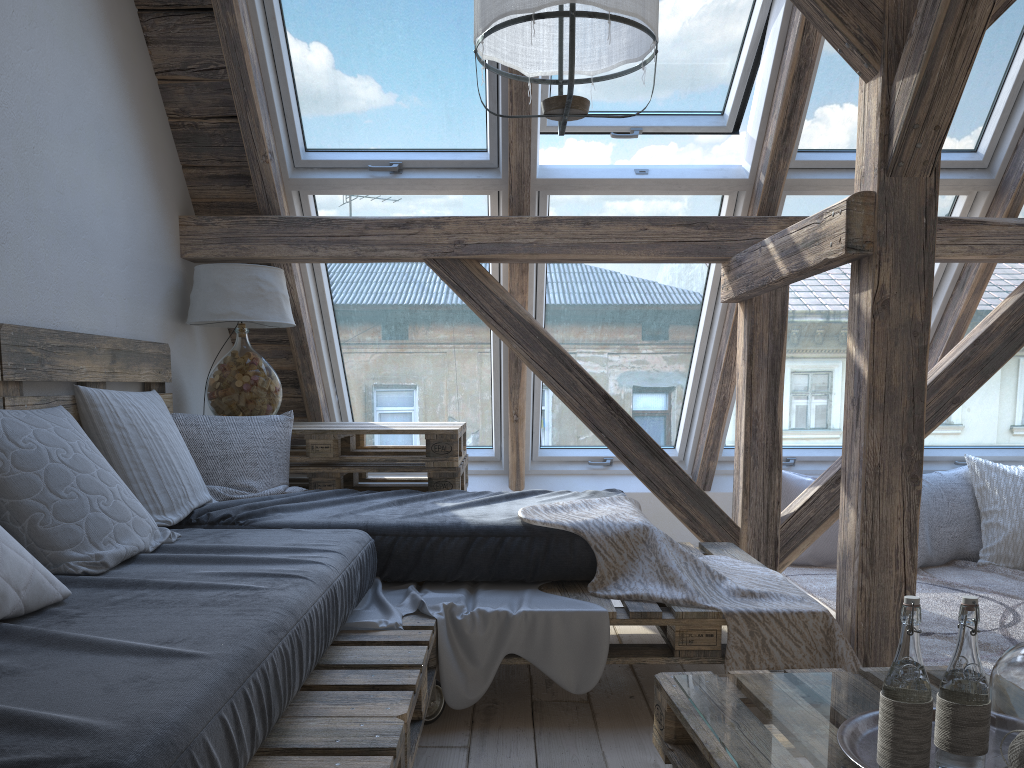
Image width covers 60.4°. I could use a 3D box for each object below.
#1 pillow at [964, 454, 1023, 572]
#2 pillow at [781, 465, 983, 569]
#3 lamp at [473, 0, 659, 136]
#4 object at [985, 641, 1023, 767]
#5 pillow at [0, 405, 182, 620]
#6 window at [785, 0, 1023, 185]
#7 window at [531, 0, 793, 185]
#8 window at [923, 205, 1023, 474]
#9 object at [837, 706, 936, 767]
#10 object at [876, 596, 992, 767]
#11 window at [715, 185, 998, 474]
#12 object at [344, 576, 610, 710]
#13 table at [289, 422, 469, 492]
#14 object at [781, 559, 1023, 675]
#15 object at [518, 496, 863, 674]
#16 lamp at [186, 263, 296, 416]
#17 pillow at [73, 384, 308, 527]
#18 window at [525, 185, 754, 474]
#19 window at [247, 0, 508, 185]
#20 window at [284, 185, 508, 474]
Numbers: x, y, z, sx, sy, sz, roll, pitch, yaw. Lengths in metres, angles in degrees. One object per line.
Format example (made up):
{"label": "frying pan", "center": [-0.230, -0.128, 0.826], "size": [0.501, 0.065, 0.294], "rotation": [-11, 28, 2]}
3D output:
{"label": "pillow", "center": [2.810, 0.605, 4.174], "size": [1.272, 0.570, 0.463], "rotation": [0, 4, 1]}
{"label": "pillow", "center": [1.817, 0.640, 4.200], "size": [1.133, 0.531, 0.430], "rotation": [0, 4, -8]}
{"label": "lamp", "center": [0.122, -1.355, 1.872], "size": [0.405, 1.536, 0.397], "rotation": [6, 9, 41]}
{"label": "object", "center": [0.773, 0.447, 1.263], "size": [0.155, 0.250, 0.154], "rotation": [-3, 6, -32]}
{"label": "pillow", "center": [-0.976, 0.215, 1.703], "size": [0.351, 0.358, 1.121], "rotation": [0, 1, 0]}
{"label": "window", "center": [1.408, -1.389, 2.776], "size": [0.855, 1.291, 1.085], "rotation": [0, 4, 0]}
{"label": "window", "center": [0.488, -1.388, 2.818], "size": [0.855, 1.290, 1.337], "rotation": [0, 3, 0]}
{"label": "window", "center": [2.324, -0.190, 3.915], "size": [0.855, 1.291, 1.085], "rotation": [0, 4, 0]}
{"label": "object", "center": [0.696, 0.564, 1.319], "size": [0.394, 0.022, 0.392], "rotation": [0, 0, 20]}
{"label": "object", "center": [0.607, 0.436, 1.261], "size": [0.154, 0.271, 0.070], "rotation": [0, 7, 0]}
{"label": "window", "center": [1.404, -0.190, 3.911], "size": [0.855, 1.291, 1.085], "rotation": [0, 4, 0]}
{"label": "object", "center": [-0.156, 0.683, 2.395], "size": [0.708, 0.280, 0.501], "rotation": [0, 2, -16]}
{"label": "table", "center": [-0.700, 0.520, 3.600], "size": [1.016, 0.710, 0.668], "rotation": [0, 4, 0]}
{"label": "object", "center": [2.829, 0.843, 3.242], "size": [3.186, 0.057, 2.170], "rotation": [0, 0, 0]}
{"label": "object", "center": [0.610, 0.600, 2.656], "size": [1.007, 0.479, 0.805], "rotation": [1, 2, 30]}
{"label": "lamp", "center": [-1.207, 0.224, 3.247], "size": [0.822, 1.300, 0.384], "rotation": [-1, 7, -14]}
{"label": "pillow", "center": [-1.012, 0.202, 2.793], "size": [0.386, 0.403, 0.960], "rotation": [1, 1, 16]}
{"label": "window", "center": [0.484, -0.190, 3.908], "size": [0.855, 1.291, 1.085], "rotation": [0, 4, 0]}
{"label": "window", "center": [-0.432, -1.389, 2.769], "size": [0.855, 1.291, 1.085], "rotation": [0, 4, 0]}
{"label": "window", "center": [-0.436, -0.190, 3.904], "size": [0.855, 1.291, 1.085], "rotation": [0, 4, 0]}
